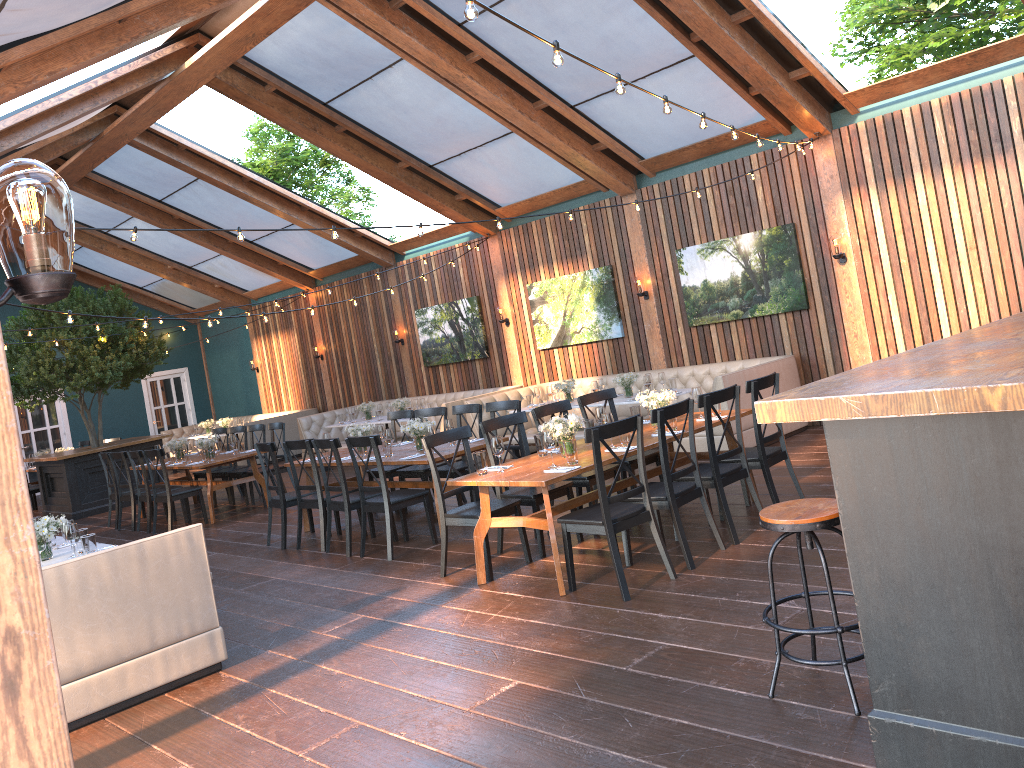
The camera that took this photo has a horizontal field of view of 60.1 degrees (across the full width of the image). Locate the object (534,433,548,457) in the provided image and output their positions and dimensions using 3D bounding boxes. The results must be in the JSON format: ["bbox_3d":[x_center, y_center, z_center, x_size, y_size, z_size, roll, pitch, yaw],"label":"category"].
[{"bbox_3d":[0.214,0.444,6.429,0.092,0.158,0.091,-10,0,-17],"label":"object"}]

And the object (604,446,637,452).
[{"bbox_3d":[0.741,0.442,6.087,0.158,0.019,0.254,-13,4,-43],"label":"object"}]

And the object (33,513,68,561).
[{"bbox_3d":[-3.212,1.045,6.045,0.335,0.309,0.330,-9,1,21],"label":"object"}]

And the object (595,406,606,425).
[{"bbox_3d":[0.691,0.298,6.777,0.092,0.244,0.092,-10,0,-1],"label":"object"}]

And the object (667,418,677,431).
[{"bbox_3d":[1.185,0.266,6.599,0.092,0.158,0.091,-10,0,-17],"label":"object"}]

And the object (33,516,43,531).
[{"bbox_3d":[-3.469,1.099,6.480,0.092,0.244,0.092,-10,0,-1],"label":"object"}]

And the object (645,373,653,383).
[{"bbox_3d":[1.607,0.000,10.329,0.092,0.244,0.092,-10,0,-1],"label":"object"}]

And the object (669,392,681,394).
[{"bbox_3d":[1.771,0.106,9.962,0.158,0.019,0.254,-13,4,-43],"label":"object"}]

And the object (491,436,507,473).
[{"bbox_3d":[-0.090,0.477,6.008,0.092,0.244,0.092,-10,0,-1],"label":"object"}]

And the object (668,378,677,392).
[{"bbox_3d":[1.840,0.015,10.108,0.091,0.158,0.092,-10,0,33],"label":"object"}]

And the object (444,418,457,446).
[{"bbox_3d":[-0.566,0.443,8.112,0.092,0.244,0.092,-10,0,-1],"label":"object"}]

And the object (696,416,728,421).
[{"bbox_3d":[1.527,0.263,6.843,0.158,0.019,0.254,-13,4,-43],"label":"object"}]

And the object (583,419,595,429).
[{"bbox_3d":[0.598,0.356,6.808,0.092,0.158,0.091,-10,0,-17],"label":"object"}]

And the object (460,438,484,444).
[{"bbox_3d":[-0.385,0.525,8.141,0.256,0.019,0.156,-13,4,-43],"label":"object"}]

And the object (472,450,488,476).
[{"bbox_3d":[-0.211,0.541,6.032,0.092,0.158,0.091,-10,0,-17],"label":"object"}]

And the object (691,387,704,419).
[{"bbox_3d":[1.480,0.147,7.017,0.092,0.244,0.092,-10,0,-1],"label":"object"}]

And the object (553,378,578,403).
[{"bbox_3d":[0.693,0.083,11.111,0.330,0.309,0.335,-10,1,-21],"label":"object"}]

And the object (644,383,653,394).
[{"bbox_3d":[1.536,0.077,9.935,0.091,0.158,0.092,-10,0,33],"label":"object"}]

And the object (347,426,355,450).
[{"bbox_3d":[-1.695,0.571,9.364,0.092,0.244,0.092,-10,0,5],"label":"object"}]

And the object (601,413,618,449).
[{"bbox_3d":[0.687,0.329,6.245,0.092,0.244,0.092,-10,0,-1],"label":"object"}]

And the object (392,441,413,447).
[{"bbox_3d":[-1.128,0.608,8.966,0.256,0.019,0.156,-13,4,-43],"label":"object"}]

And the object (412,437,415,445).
[{"bbox_3d":[-0.936,0.520,8.678,0.092,0.158,0.091,-10,0,-17],"label":"object"}]

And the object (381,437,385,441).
[{"bbox_3d":[-1.297,0.563,9.043,0.092,0.158,0.091,-10,0,-17],"label":"object"}]

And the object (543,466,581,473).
[{"bbox_3d":[0.306,0.542,5.666,0.158,0.019,0.254,-13,4,-43],"label":"object"}]

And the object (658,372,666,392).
[{"bbox_3d":[1.726,-0.010,10.127,0.092,0.244,0.092,-10,0,-1],"label":"object"}]

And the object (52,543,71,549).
[{"bbox_3d":[-3.288,1.180,6.505,0.256,0.019,0.156,-13,4,-43],"label":"object"}]

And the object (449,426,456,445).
[{"bbox_3d":[-0.562,0.480,8.220,0.092,0.158,0.091,-10,0,-17],"label":"object"}]

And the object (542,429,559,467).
[{"bbox_3d":[0.254,0.427,5.831,0.092,0.244,0.092,-10,0,-1],"label":"object"}]

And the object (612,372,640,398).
[{"bbox_3d":[1.353,0.005,10.434,0.335,0.309,0.330,-9,1,21],"label":"object"}]

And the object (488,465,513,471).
[{"bbox_3d":[-0.094,0.583,6.170,0.158,0.019,0.254,-13,4,-43],"label":"object"}]

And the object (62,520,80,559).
[{"bbox_3d":[-2.961,1.041,5.936,0.092,0.244,0.092,-10,0,-1],"label":"object"}]

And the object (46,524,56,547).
[{"bbox_3d":[-3.443,1.132,6.587,0.091,0.158,0.092,-10,0,33],"label":"object"}]

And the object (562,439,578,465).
[{"bbox_3d":[0.389,0.448,5.819,0.092,0.158,0.091,-10,0,-17],"label":"object"}]

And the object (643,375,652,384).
[{"bbox_3d":[1.548,0.026,10.043,0.092,0.244,0.092,-10,0,-1],"label":"object"}]

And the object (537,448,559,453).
[{"bbox_3d":[0.324,0.488,6.577,0.158,0.019,0.254,-13,4,-43],"label":"object"}]

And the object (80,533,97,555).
[{"bbox_3d":[-2.728,1.056,5.715,0.091,0.158,0.092,-10,0,33],"label":"object"}]

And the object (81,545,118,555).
[{"bbox_3d":[-2.780,1.122,5.961,0.256,0.019,0.156,-13,4,-43],"label":"object"}]

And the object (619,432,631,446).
[{"bbox_3d":[0.794,0.354,6.238,0.092,0.158,0.091,-10,0,-17],"label":"object"}]

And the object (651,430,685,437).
[{"bbox_3d":[1.119,0.357,6.444,0.158,0.019,0.254,-13,4,-43],"label":"object"}]

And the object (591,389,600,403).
[{"bbox_3d":[0.995,0.140,10.511,0.091,0.158,0.092,-10,0,33],"label":"object"}]

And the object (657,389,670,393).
[{"bbox_3d":[1.788,0.081,10.354,0.256,0.019,0.156,-13,4,-43],"label":"object"}]

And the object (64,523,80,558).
[{"bbox_3d":[-2.842,1.031,5.734,0.092,0.244,0.092,-10,0,-1],"label":"object"}]

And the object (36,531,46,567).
[{"bbox_3d":[-3.020,1.067,5.650,0.092,0.244,0.092,-10,0,-1],"label":"object"}]

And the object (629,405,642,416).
[{"bbox_3d":[1.016,0.261,7.216,0.092,0.158,0.091,-10,0,-17],"label":"object"}]

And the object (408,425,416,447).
[{"bbox_3d":[-0.951,0.486,8.561,0.092,0.244,0.092,-10,0,-1],"label":"object"}]

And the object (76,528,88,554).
[{"bbox_3d":[-2.935,1.074,6.043,0.091,0.158,0.092,-10,0,33],"label":"object"}]

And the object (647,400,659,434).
[{"bbox_3d":[1.064,0.243,6.608,0.092,0.244,0.092,-10,0,-1],"label":"object"}]

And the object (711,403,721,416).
[{"bbox_3d":[1.609,0.169,7.006,0.092,0.158,0.091,-10,0,-17],"label":"object"}]

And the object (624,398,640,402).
[{"bbox_3d":[1.405,0.167,10.016,0.256,0.019,0.156,-13,4,-43],"label":"object"}]

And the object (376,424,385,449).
[{"bbox_3d":[-1.312,0.528,8.922,0.092,0.244,0.092,-10,0,-1],"label":"object"}]

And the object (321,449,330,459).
[{"bbox_3d":[-1.873,0.671,8.896,0.092,0.158,0.092,-10,0,3],"label":"object"}]

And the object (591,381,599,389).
[{"bbox_3d":[1.006,0.088,10.619,0.092,0.244,0.092,-10,0,-1],"label":"object"}]

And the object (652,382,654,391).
[{"bbox_3d":[1.633,0.033,10.436,0.091,0.158,0.092,-10,0,33],"label":"object"}]

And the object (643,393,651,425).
[{"bbox_3d":[1.120,0.201,7.177,0.092,0.244,0.092,-10,0,-1],"label":"object"}]

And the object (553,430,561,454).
[{"bbox_3d":[0.333,0.381,6.412,0.092,0.244,0.092,-10,0,-1],"label":"object"}]

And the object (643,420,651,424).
[{"bbox_3d":[1.109,0.309,7.337,0.158,0.019,0.254,-13,4,-43],"label":"object"}]
